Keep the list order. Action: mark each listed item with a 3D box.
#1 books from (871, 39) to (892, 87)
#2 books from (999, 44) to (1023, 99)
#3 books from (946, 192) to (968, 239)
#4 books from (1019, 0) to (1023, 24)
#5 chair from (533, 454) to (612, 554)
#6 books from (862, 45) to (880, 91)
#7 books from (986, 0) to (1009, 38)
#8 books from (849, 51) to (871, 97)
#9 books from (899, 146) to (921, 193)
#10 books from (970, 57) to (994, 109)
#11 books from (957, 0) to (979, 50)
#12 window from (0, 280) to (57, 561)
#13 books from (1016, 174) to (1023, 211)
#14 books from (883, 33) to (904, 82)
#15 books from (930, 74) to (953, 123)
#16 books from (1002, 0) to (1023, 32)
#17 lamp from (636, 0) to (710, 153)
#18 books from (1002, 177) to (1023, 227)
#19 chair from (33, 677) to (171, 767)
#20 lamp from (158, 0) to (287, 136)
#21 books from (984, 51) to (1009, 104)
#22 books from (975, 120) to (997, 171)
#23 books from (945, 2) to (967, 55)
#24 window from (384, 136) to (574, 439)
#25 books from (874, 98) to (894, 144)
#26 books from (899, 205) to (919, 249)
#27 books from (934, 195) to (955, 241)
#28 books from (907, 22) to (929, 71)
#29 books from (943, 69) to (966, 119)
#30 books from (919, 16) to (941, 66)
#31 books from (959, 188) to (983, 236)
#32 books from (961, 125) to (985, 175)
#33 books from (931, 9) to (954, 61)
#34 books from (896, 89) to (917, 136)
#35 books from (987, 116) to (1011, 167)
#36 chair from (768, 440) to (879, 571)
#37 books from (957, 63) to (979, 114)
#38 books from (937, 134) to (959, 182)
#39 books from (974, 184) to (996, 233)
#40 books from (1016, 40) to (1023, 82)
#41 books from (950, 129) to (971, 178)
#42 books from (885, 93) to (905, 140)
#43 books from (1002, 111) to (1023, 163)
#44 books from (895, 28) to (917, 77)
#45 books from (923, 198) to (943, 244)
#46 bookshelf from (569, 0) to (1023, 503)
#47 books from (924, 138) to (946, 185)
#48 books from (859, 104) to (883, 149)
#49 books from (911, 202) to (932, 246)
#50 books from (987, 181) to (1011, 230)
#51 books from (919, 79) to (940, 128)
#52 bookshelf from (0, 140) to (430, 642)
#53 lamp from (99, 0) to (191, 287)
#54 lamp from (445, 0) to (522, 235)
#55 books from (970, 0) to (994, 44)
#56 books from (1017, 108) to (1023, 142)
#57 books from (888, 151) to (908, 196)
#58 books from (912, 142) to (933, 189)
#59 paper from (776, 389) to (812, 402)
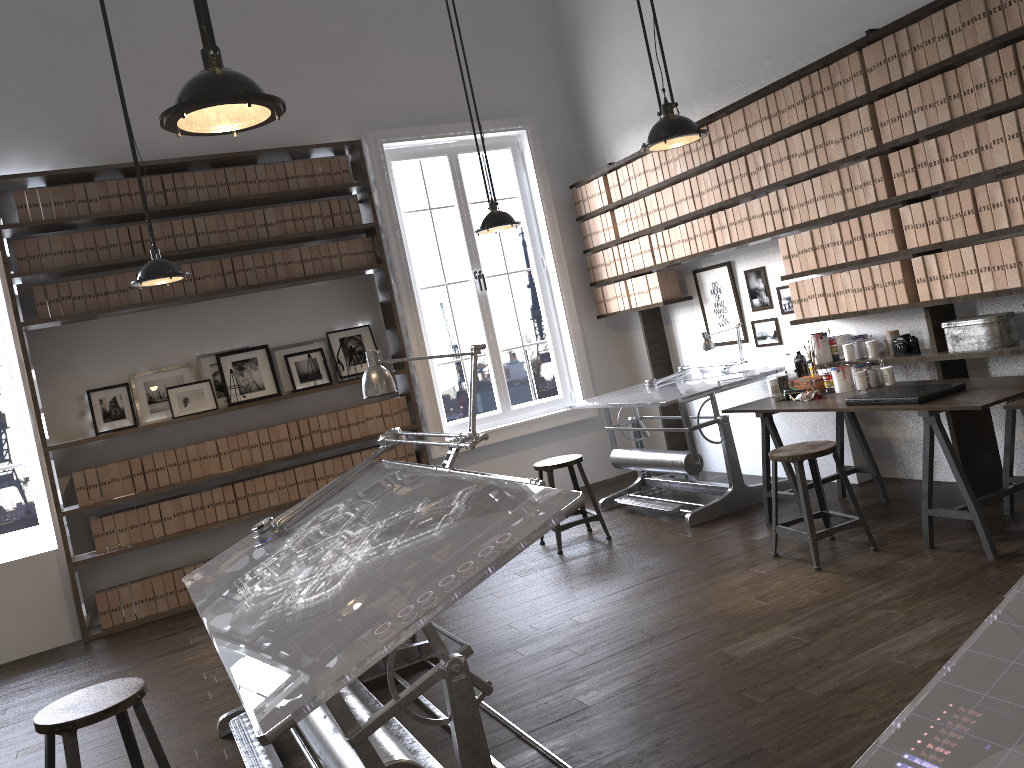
[{"bbox_3d":[1.915,-1.614,4.450,0.175,0.226,0.066,-13,1,-25],"label":"books"},{"bbox_3d":[2.238,-1.367,3.874,0.175,0.226,0.066,-13,1,-25],"label":"books"},{"bbox_3d":[2.189,-0.813,4.246,0.175,0.225,0.066,-13,1,-25],"label":"books"},{"bbox_3d":[2.234,-1.644,3.757,0.175,0.225,0.066,-13,1,-25],"label":"books"},{"bbox_3d":[0.340,0.729,5.486,0.359,0.528,0.371,-12,1,-16],"label":"chair"},{"bbox_3d":[1.893,-1.613,4.509,0.175,0.225,0.066,-13,1,-25],"label":"books"},{"bbox_3d":[2.179,-1.639,3.887,0.175,0.225,0.066,-13,1,-25],"label":"books"},{"bbox_3d":[1.852,-1.608,4.588,0.175,0.225,0.066,-13,1,-25],"label":"books"},{"bbox_3d":[2.044,-1.076,4.425,0.175,0.226,0.066,-13,1,-25],"label":"books"},{"bbox_3d":[2.178,-1.362,4.007,0.175,0.225,0.066,-13,1,-25],"label":"books"},{"bbox_3d":[2.123,-1.634,4.008,0.175,0.225,0.066,-13,1,-25],"label":"books"},{"bbox_3d":[-3.822,0.054,5.501,1.489,2.497,0.152,-12,0,-25],"label":"window"},{"bbox_3d":[2.339,-0.827,3.918,0.175,0.225,0.066,-13,1,-25],"label":"books"},{"bbox_3d":[1.945,-1.617,4.385,0.175,0.225,0.066,-13,1,-25],"label":"books"},{"bbox_3d":[2.090,-1.354,4.196,0.175,0.226,0.066,-13,1,-25],"label":"books"},{"bbox_3d":[2.209,-1.642,3.823,0.175,0.225,0.066,-13,1,-25],"label":"books"},{"bbox_3d":[0.488,-2.169,3.925,0.309,2.252,0.314,-12,0,45],"label":"lamp"},{"bbox_3d":[2.309,-0.824,3.982,0.175,0.225,0.066,-13,1,-25],"label":"books"},{"bbox_3d":[-1.222,1.215,2.687,0.356,0.528,0.374,-11,2,44],"label":"chair"},{"bbox_3d":[-0.957,-1.769,2.227,0.313,2.252,0.310,-12,0,-4],"label":"lamp"},{"bbox_3d":[2.212,-1.366,3.945,0.175,0.225,0.066,-13,1,-25],"label":"books"},{"bbox_3d":[2.222,-1.092,4.044,0.175,0.225,0.066,-13,1,-25],"label":"books"},{"bbox_3d":[2.095,-1.631,4.065,0.175,0.225,0.066,-13,1,-25],"label":"books"},{"bbox_3d":[-0.262,-0.796,7.069,1.250,2.309,0.152,-12,0,-25],"label":"window"},{"bbox_3d":[1.954,-1.342,4.509,0.175,0.225,0.066,-13,1,-25],"label":"books"},{"bbox_3d":[2.073,-0.802,4.492,0.175,0.225,0.066,-13,1,-25],"label":"books"},{"bbox_3d":[2.160,-0.810,4.304,0.175,0.225,0.066,-13,1,-25],"label":"books"},{"bbox_3d":[2.010,-1.624,4.259,0.175,0.225,0.066,-13,1,-25],"label":"books"},{"bbox_3d":[2.123,-1.358,4.137,0.175,0.225,0.066,-13,1,-25],"label":"books"},{"bbox_3d":[2.038,-1.626,4.195,0.175,0.225,0.066,-13,1,-25],"label":"books"},{"bbox_3d":[2.215,-0.815,4.176,0.175,0.226,0.066,-13,1,-25],"label":"books"},{"bbox_3d":[2.190,-1.089,4.102,0.175,0.226,0.066,-13,1,-25],"label":"books"},{"bbox_3d":[2.063,-1.628,4.130,0.175,0.226,0.066,-13,1,-25],"label":"books"},{"bbox_3d":[2.007,-1.346,4.380,0.175,0.226,0.066,-13,1,-25],"label":"books"},{"bbox_3d":[2.246,-1.094,3.986,0.175,0.225,0.066,-13,1,-25],"label":"books"},{"bbox_3d":[1.442,0.564,4.235,0.359,0.528,0.371,-12,1,-16],"label":"chair"},{"bbox_3d":[2.152,-1.360,4.073,0.175,0.225,0.066,-13,1,-25],"label":"books"},{"bbox_3d":[2.138,-1.085,4.230,0.175,0.225,0.066,-13,1,-25],"label":"books"},{"bbox_3d":[2.251,-0.819,4.111,0.175,0.225,0.066,-13,1,-25],"label":"books"},{"bbox_3d":[2.273,-1.371,3.810,0.175,0.225,0.066,-13,1,-25],"label":"books"},{"bbox_3d":[2.167,-1.087,4.166,0.175,0.225,0.066,-13,1,-25],"label":"books"},{"bbox_3d":[1.981,-1.344,4.445,0.175,0.225,0.066,-13,1,-25],"label":"books"},{"bbox_3d":[2.275,-1.097,3.920,0.175,0.226,0.066,-13,1,-25],"label":"books"},{"bbox_3d":[1.978,-1.620,4.321,0.175,0.225,0.066,-13,1,-25],"label":"books"},{"bbox_3d":[2.130,-0.807,4.360,0.175,0.226,0.066,-13,1,-25],"label":"books"},{"bbox_3d":[2.861,-0.320,3.231,0.375,3.205,9.149,-12,3,-25],"label":"bookshelf"},{"bbox_3d":[2.105,-1.081,4.293,0.175,0.225,0.066,-13,1,-25],"label":"books"},{"bbox_3d":[1.908,-1.337,4.596,0.175,0.226,0.066,-13,1,-25],"label":"books"},{"bbox_3d":[2.100,-0.804,4.425,0.175,0.225,0.066,-13,1,-25],"label":"books"},{"bbox_3d":[2.276,-0.820,4.044,0.175,0.225,0.066,-13,1,-25],"label":"books"},{"bbox_3d":[2.066,-1.352,4.258,0.175,0.225,0.066,-13,1,-25],"label":"books"},{"bbox_3d":[-1.926,0.263,6.292,2.484,3.722,0.411,-12,0,-25],"label":"bookshelf"},{"bbox_3d":[-2.144,-1.660,4.822,0.309,2.252,0.314,-12,0,45],"label":"lamp"},{"bbox_3d":[-0.323,-2.094,5.688,0.309,2.252,0.314,-12,0,45],"label":"lamp"},{"bbox_3d":[2.146,-1.635,3.946,0.175,0.226,0.066,-13,1,-25],"label":"books"},{"bbox_3d":[2.307,-1.100,3.858,0.175,0.225,0.066,-13,1,-25],"label":"books"},{"bbox_3d":[2.018,-1.074,4.494,0.175,0.225,0.066,-13,1,-25],"label":"books"},{"bbox_3d":[2.080,-1.079,4.359,0.175,0.225,0.066,-13,1,-25],"label":"books"},{"bbox_3d":[1.570,0.062,4.938,0.138,0.038,0.154,-14,4,-39],"label":"paper"}]
